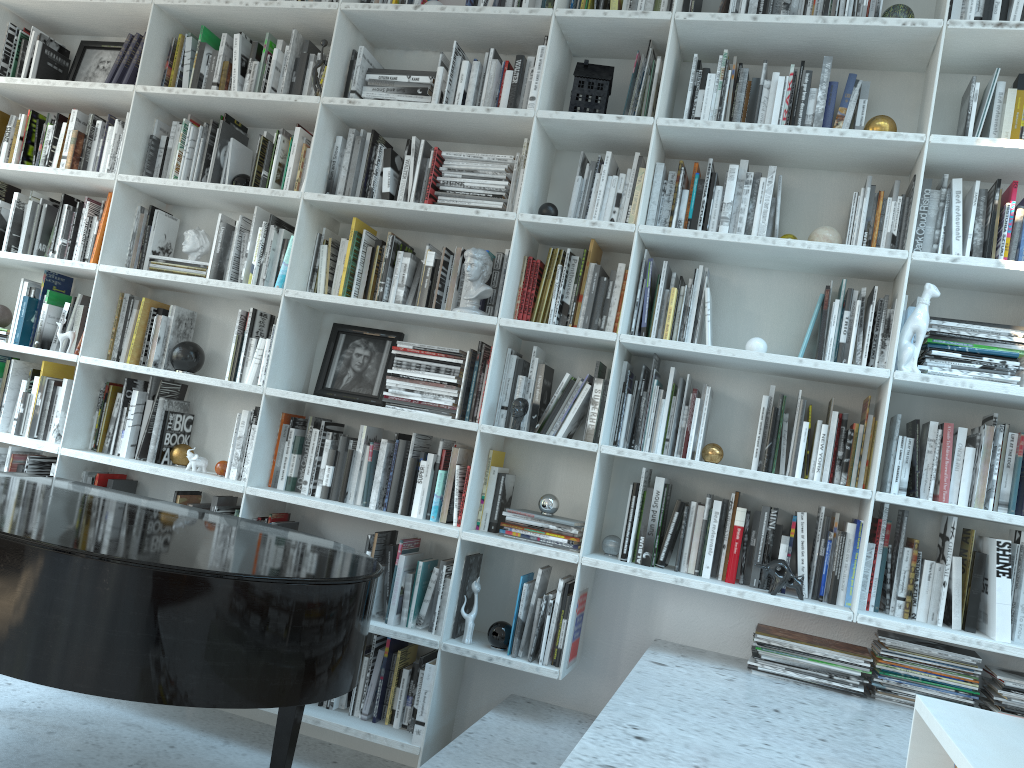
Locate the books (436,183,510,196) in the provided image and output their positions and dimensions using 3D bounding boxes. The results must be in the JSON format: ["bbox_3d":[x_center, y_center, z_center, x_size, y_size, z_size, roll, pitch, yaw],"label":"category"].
[{"bbox_3d":[-0.125,-0.711,3.328,0.285,0.012,0.159,9,-4,18],"label":"books"}]

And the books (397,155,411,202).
[{"bbox_3d":[-0.389,-0.745,3.399,0.024,0.216,0.148,9,-4,17],"label":"books"}]

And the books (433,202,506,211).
[{"bbox_3d":[-0.137,-0.639,3.324,0.285,0.012,0.159,9,-4,18],"label":"books"}]

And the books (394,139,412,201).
[{"bbox_3d":[-0.403,-0.781,3.413,0.022,0.285,0.131,9,-4,17],"label":"books"}]

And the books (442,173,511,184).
[{"bbox_3d":[-0.120,-0.747,3.326,0.254,0.012,0.161,9,-4,14],"label":"books"}]

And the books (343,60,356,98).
[{"bbox_3d":[-0.608,-1.142,3.494,0.027,0.201,0.168,9,-4,17],"label":"books"}]

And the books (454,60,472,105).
[{"bbox_3d":[-0.165,-1.081,3.367,0.027,0.216,0.190,9,-4,17],"label":"books"}]

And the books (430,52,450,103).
[{"bbox_3d":[-0.267,-1.115,3.403,0.012,0.254,0.161,9,-4,17],"label":"books"}]

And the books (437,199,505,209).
[{"bbox_3d":[-0.135,-0.651,3.326,0.254,0.012,0.161,9,-4,17],"label":"books"}]

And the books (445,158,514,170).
[{"bbox_3d":[-0.107,-0.808,3.336,0.254,0.012,0.161,9,-4,17],"label":"books"}]

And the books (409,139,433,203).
[{"bbox_3d":[-0.328,-0.763,3.371,0.021,0.269,0.192,9,-4,17],"label":"books"}]

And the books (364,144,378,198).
[{"bbox_3d":[-0.522,-0.783,3.443,0.011,0.251,0.153,9,-4,17],"label":"books"}]

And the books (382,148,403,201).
[{"bbox_3d":[-0.452,-0.765,3.412,0.066,0.236,0.154,9,-4,17],"label":"books"}]

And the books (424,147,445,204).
[{"bbox_3d":[-0.278,-0.744,3.350,0.013,0.246,0.177,9,-4,17],"label":"books"}]

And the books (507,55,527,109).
[{"bbox_3d":[0.032,-1.067,3.304,0.032,0.248,0.173,9,-4,17],"label":"books"}]

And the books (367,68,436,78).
[{"bbox_3d":[-0.402,-1.178,3.462,0.285,0.024,0.159,9,-4,17],"label":"books"}]

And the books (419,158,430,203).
[{"bbox_3d":[-0.307,-0.732,3.378,0.024,0.216,0.132,9,-4,17],"label":"books"}]

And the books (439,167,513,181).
[{"bbox_3d":[-0.114,-0.770,3.332,0.285,0.012,0.159,9,-4,16],"label":"books"}]

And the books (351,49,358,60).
[{"bbox_3d":[-0.616,-1.168,3.520,0.012,0.254,0.161,9,-4,17],"label":"books"}]

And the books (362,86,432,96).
[{"bbox_3d":[-0.418,-1.108,3.446,0.285,0.024,0.159,8,-4,22],"label":"books"}]

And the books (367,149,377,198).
[{"bbox_3d":[-0.512,-0.772,3.439,0.014,0.233,0.147,9,-4,17],"label":"books"}]

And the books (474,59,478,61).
[{"bbox_3d":[-0.141,-1.090,3.374,0.012,0.244,0.131,9,-4,17],"label":"books"}]

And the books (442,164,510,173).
[{"bbox_3d":[-0.114,-0.783,3.324,0.254,0.012,0.161,8,-5,22],"label":"books"}]

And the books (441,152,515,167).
[{"bbox_3d":[-0.108,-0.821,3.326,0.285,0.012,0.159,9,-4,12],"label":"books"}]

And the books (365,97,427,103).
[{"bbox_3d":[-0.425,-1.066,3.448,0.254,0.012,0.161,9,-4,14],"label":"books"}]

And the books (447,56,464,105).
[{"bbox_3d":[-0.195,-1.096,3.380,0.021,0.237,0.171,9,-4,17],"label":"books"}]

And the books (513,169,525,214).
[{"bbox_3d":[0.051,-0.667,3.270,0.029,0.198,0.172,9,-4,17],"label":"books"}]

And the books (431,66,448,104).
[{"bbox_3d":[-0.256,-1.080,3.391,0.025,0.187,0.193,9,-4,17],"label":"books"}]

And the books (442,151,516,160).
[{"bbox_3d":[-0.104,-0.832,3.333,0.285,0.012,0.159,9,-4,19],"label":"books"}]

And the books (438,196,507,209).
[{"bbox_3d":[-0.133,-0.663,3.325,0.254,0.012,0.161,9,-4,16],"label":"books"}]

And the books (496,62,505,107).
[{"bbox_3d":[-0.025,-1.066,3.332,0.010,0.230,0.152,9,-4,17],"label":"books"}]

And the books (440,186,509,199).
[{"bbox_3d":[-0.127,-0.699,3.325,0.254,0.012,0.161,9,-4,15],"label":"books"}]

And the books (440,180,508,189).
[{"bbox_3d":[-0.123,-0.723,3.329,0.254,0.012,0.161,9,-4,18],"label":"books"}]

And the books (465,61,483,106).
[{"bbox_3d":[-0.127,-1.076,3.359,0.028,0.219,0.183,9,-4,17],"label":"books"}]

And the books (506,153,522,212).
[{"bbox_3d":[0.021,-0.701,3.268,0.012,0.254,0.161,9,-4,17],"label":"books"}]

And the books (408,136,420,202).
[{"bbox_3d":[-0.355,-0.777,3.395,0.049,0.291,0.162,9,-4,17],"label":"books"}]

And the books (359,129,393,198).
[{"bbox_3d":[-0.529,-0.809,3.445,0.011,0.300,0.179,9,-4,17],"label":"books"}]

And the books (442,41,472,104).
[{"bbox_3d":[-0.211,-1.123,3.371,0.011,0.284,0.190,9,-4,17],"label":"books"}]

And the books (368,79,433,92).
[{"bbox_3d":[-0.413,-1.132,3.450,0.254,0.025,0.161,9,-4,13],"label":"books"}]

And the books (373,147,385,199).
[{"bbox_3d":[-0.487,-0.772,3.429,0.011,0.239,0.147,9,-4,17],"label":"books"}]

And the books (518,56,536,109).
[{"bbox_3d":[0.066,-1.067,3.311,0.029,0.261,0.133,9,-4,17],"label":"books"}]

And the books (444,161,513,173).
[{"bbox_3d":[-0.111,-0.796,3.331,0.254,0.012,0.161,9,-4,19],"label":"books"}]

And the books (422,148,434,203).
[{"bbox_3d":[-0.288,-0.744,3.365,0.015,0.244,0.183,9,-4,17],"label":"books"}]

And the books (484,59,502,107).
[{"bbox_3d":[-0.056,-1.067,3.328,0.023,0.222,0.191,9,-4,17],"label":"books"}]

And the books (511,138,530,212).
[{"bbox_3d":[0.043,-0.729,3.282,0.012,0.318,0.140,9,-4,17],"label":"books"}]

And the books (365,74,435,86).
[{"bbox_3d":[-0.408,-1.155,3.455,0.285,0.024,0.159,9,-4,19],"label":"books"}]

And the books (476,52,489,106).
[{"bbox_3d":[-0.090,-1.096,3.371,0.029,0.273,0.140,9,-4,17],"label":"books"}]

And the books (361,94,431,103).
[{"bbox_3d":[-0.423,-1.078,3.449,0.285,0.012,0.159,9,-4,14],"label":"books"}]

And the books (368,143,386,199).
[{"bbox_3d":[-0.499,-0.779,3.432,0.014,0.250,0.173,9,-4,17],"label":"books"}]

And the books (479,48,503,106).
[{"bbox_3d":[-0.071,-1.093,3.344,0.023,0.269,0.185,9,-4,17],"label":"books"}]

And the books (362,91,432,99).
[{"bbox_3d":[-0.421,-1.090,3.452,0.285,0.012,0.159,9,-4,15],"label":"books"}]

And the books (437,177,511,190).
[{"bbox_3d":[-0.122,-0.735,3.325,0.285,0.012,0.159,9,-4,20],"label":"books"}]

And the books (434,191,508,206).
[{"bbox_3d":[-0.132,-0.676,3.321,0.285,0.012,0.159,9,-4,14],"label":"books"}]

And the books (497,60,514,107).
[{"bbox_3d":[-0.016,-1.065,3.322,0.012,0.230,0.158,9,-4,17],"label":"books"}]

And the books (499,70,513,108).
[{"bbox_3d":[-0.002,-1.041,3.311,0.028,0.188,0.176,9,-4,17],"label":"books"}]

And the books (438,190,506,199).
[{"bbox_3d":[-0.129,-0.687,3.324,0.254,0.012,0.161,9,-4,19],"label":"books"}]

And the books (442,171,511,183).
[{"bbox_3d":[-0.117,-0.759,3.329,0.254,0.012,0.161,9,-4,19],"label":"books"}]
